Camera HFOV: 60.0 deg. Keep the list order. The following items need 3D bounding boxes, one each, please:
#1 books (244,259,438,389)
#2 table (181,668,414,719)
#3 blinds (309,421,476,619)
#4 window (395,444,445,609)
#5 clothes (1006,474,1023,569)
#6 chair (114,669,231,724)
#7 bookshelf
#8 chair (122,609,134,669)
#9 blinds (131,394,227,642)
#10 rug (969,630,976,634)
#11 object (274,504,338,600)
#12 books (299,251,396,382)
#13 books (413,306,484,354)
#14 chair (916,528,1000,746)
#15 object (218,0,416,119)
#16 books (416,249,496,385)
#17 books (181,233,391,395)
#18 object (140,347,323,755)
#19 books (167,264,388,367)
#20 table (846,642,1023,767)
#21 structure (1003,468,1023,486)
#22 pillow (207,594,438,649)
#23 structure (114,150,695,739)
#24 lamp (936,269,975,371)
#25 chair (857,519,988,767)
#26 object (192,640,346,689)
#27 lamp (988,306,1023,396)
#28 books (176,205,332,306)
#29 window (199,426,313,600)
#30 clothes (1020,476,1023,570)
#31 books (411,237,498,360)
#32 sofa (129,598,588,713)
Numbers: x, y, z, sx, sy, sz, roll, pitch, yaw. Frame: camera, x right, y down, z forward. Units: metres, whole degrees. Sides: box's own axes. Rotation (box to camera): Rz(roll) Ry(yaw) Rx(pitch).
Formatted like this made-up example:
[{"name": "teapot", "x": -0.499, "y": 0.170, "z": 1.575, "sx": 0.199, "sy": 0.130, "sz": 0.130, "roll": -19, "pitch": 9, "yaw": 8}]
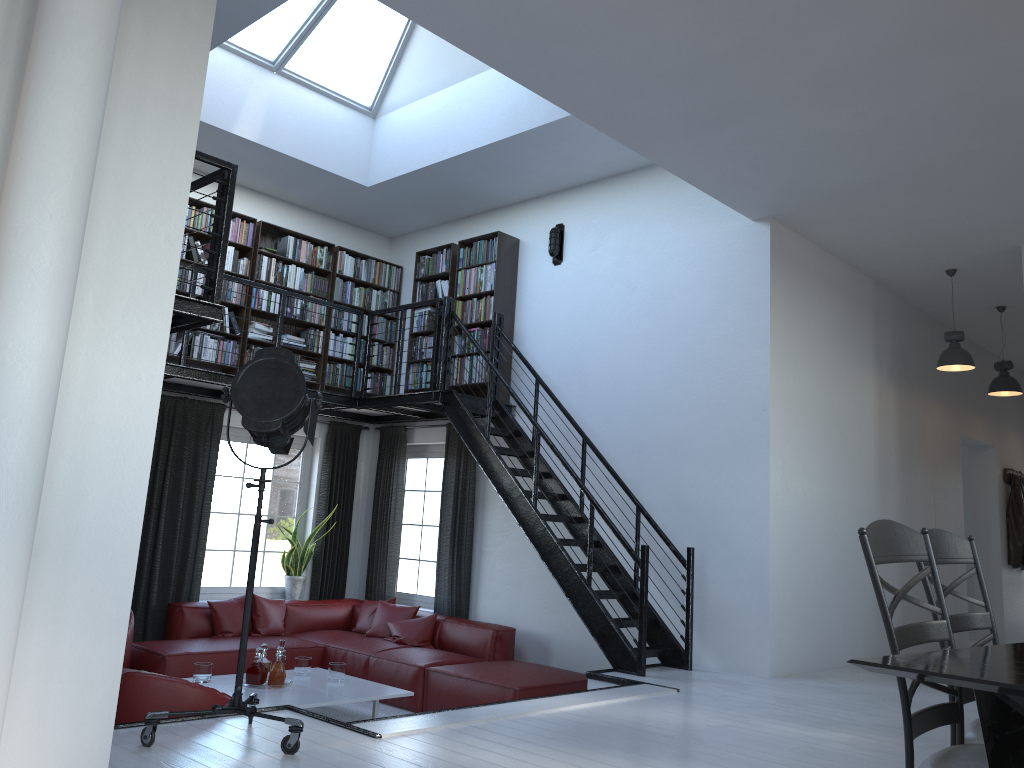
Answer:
[{"name": "books", "x": -2.493, "y": -0.945, "z": 7.710, "sx": 1.282, "sy": 1.439, "sz": 4.414, "roll": -7, "pitch": -14, "yaw": 45}, {"name": "table", "x": -1.688, "y": 2.196, "z": 6.018, "sx": 1.163, "sy": 0.245, "sz": 1.657, "roll": -5, "pitch": -13, "yaw": 43}, {"name": "blinds", "x": -1.074, "y": 1.567, "z": 8.688, "sx": 1.749, "sy": 2.397, "sz": 0.524, "roll": -2, "pitch": -13, "yaw": 25}, {"name": "window", "x": -0.790, "y": 1.401, "z": 8.810, "sx": 1.164, "sy": 1.617, "sz": 0.132, "roll": -7, "pitch": -15, "yaw": 43}, {"name": "clothes", "x": 5.966, "y": 1.612, "z": 10.406, "sx": 0.301, "sy": 1.107, "sz": 0.336, "roll": -5, "pitch": -14, "yaw": 36}, {"name": "chair", "x": -1.686, "y": 1.650, "z": 4.133, "sx": 0.830, "sy": 0.716, "sz": 0.824, "roll": -1, "pitch": -11, "yaw": 23}, {"name": "bookshelf", "x": -1.841, "y": -0.924, "z": 7.111, "sx": 3.082, "sy": 1.628, "sz": 4.453, "roll": -6, "pitch": -13, "yaw": 43}, {"name": "chair", "x": -3.278, "y": 1.960, "z": 6.602, "sx": 0.831, "sy": 0.716, "sz": 0.824, "roll": 3, "pitch": -10, "yaw": 5}, {"name": "blinds", "x": -3.573, "y": 1.154, "z": 7.110, "sx": 0.125, "sy": 2.403, "sz": 2.496, "roll": -7, "pitch": -15, "yaw": 43}, {"name": "rug", "x": 2.399, "y": 3.180, "z": 12.987, "sx": 7.751, "sy": 0.032, "sz": 2.940, "roll": -5, "pitch": -13, "yaw": 43}, {"name": "object", "x": -2.031, "y": 1.622, "z": 8.589, "sx": 0.525, "sy": 0.946, "sz": 0.550, "roll": -3, "pitch": -13, "yaw": 32}, {"name": "books", "x": -2.836, "y": -0.905, "z": 8.052, "sx": 0.226, "sy": 1.422, "sz": 4.414, "roll": -7, "pitch": -14, "yaw": 43}, {"name": "books", "x": -1.771, "y": -0.869, "z": 7.024, "sx": 1.595, "sy": 1.148, "sz": 4.314, "roll": -6, "pitch": -13, "yaw": 42}, {"name": "chair", "x": 1.400, "y": 0.885, "z": 2.351, "sx": 0.494, "sy": 0.972, "sz": 0.502, "roll": 13, "pitch": -15, "yaw": -40}, {"name": "object", "x": -1.666, "y": -3.098, "z": 7.509, "sx": 1.183, "sy": 0.638, "sz": 2.210, "roll": -6, "pitch": -13, "yaw": 43}, {"name": "books", "x": -1.916, "y": -0.980, "z": 7.230, "sx": 1.167, "sy": 1.414, "sz": 4.362, "roll": -7, "pitch": -14, "yaw": 43}, {"name": "books", "x": -2.834, "y": -0.894, "z": 8.046, "sx": 0.241, "sy": 1.406, "sz": 4.420, "roll": -8, "pitch": -15, "yaw": 43}, {"name": "object", "x": -1.060, "y": 0.639, "z": 3.717, "sx": 0.611, "sy": 1.590, "sz": 0.540, "roll": 4, "pitch": -11, "yaw": -2}, {"name": "books", "x": -2.599, "y": -0.696, "z": 8.293, "sx": 0.240, "sy": 1.130, "sz": 3.375, "roll": -7, "pitch": -14, "yaw": 43}, {"name": "table", "x": 1.574, "y": 0.920, "z": 1.731, "sx": 1.987, "sy": 0.702, "sz": 0.888, "roll": 12, "pitch": -13, "yaw": -41}, {"name": "structure", "x": 6.294, "y": 1.207, "z": 10.914, "sx": 0.085, "sy": 0.254, "sz": 1.363, "roll": -7, "pitch": -14, "yaw": 43}, {"name": "pillow", "x": -1.652, "y": 2.093, "z": 8.007, "sx": 1.956, "sy": 0.404, "sz": 0.976, "roll": 4, "pitch": -10, "yaw": -4}, {"name": "structure", "x": -1.390, "y": 0.664, "z": 6.255, "sx": 4.605, "sy": 3.378, "sz": 4.466, "roll": -6, "pitch": -14, "yaw": 43}, {"name": "lamp", "x": 3.783, "y": -0.558, "z": 7.590, "sx": 0.296, "sy": 0.867, "sz": 0.294, "roll": 2, "pitch": -11, "yaw": 9}, {"name": "chair", "x": 1.072, "y": 0.791, "z": 1.903, "sx": 0.502, "sy": 0.972, "sz": 0.494, "roll": -7, "pitch": -15, "yaw": 43}, {"name": "object", "x": -1.689, "y": 1.975, "z": 6.328, "sx": 1.004, "sy": 0.297, "sz": 0.511, "roll": 12, "pitch": -13, "yaw": -42}, {"name": "lamp", "x": 4.767, "y": -0.329, "z": 8.605, "sx": 0.295, "sy": 0.867, "sz": 0.295, "roll": 14, "pitch": -15, "yaw": -42}, {"name": "books", "x": -2.828, "y": -1.187, "z": 8.112, "sx": 0.213, "sy": 0.833, "sz": 2.624, "roll": -7, "pitch": -14, "yaw": 43}, {"name": "window", "x": -2.487, "y": 1.255, "z": 8.562, "sx": 0.132, "sy": 1.617, "sz": 1.161, "roll": -7, "pitch": -15, "yaw": 43}, {"name": "clothes", "x": 6.196, "y": 1.677, "z": 10.632, "sx": 0.343, "sy": 1.137, "sz": 0.382, "roll": -6, "pitch": -15, "yaw": 39}, {"name": "books", "x": -1.536, "y": -1.019, "z": 6.852, "sx": 2.200, "sy": 1.419, "sz": 4.355, "roll": -6, "pitch": -13, "yaw": 42}, {"name": "sofa", "x": -1.281, "y": 2.195, "z": 7.034, "sx": 3.273, "sy": 0.660, "sz": 2.529, "roll": -5, "pitch": -13, "yaw": 43}]
